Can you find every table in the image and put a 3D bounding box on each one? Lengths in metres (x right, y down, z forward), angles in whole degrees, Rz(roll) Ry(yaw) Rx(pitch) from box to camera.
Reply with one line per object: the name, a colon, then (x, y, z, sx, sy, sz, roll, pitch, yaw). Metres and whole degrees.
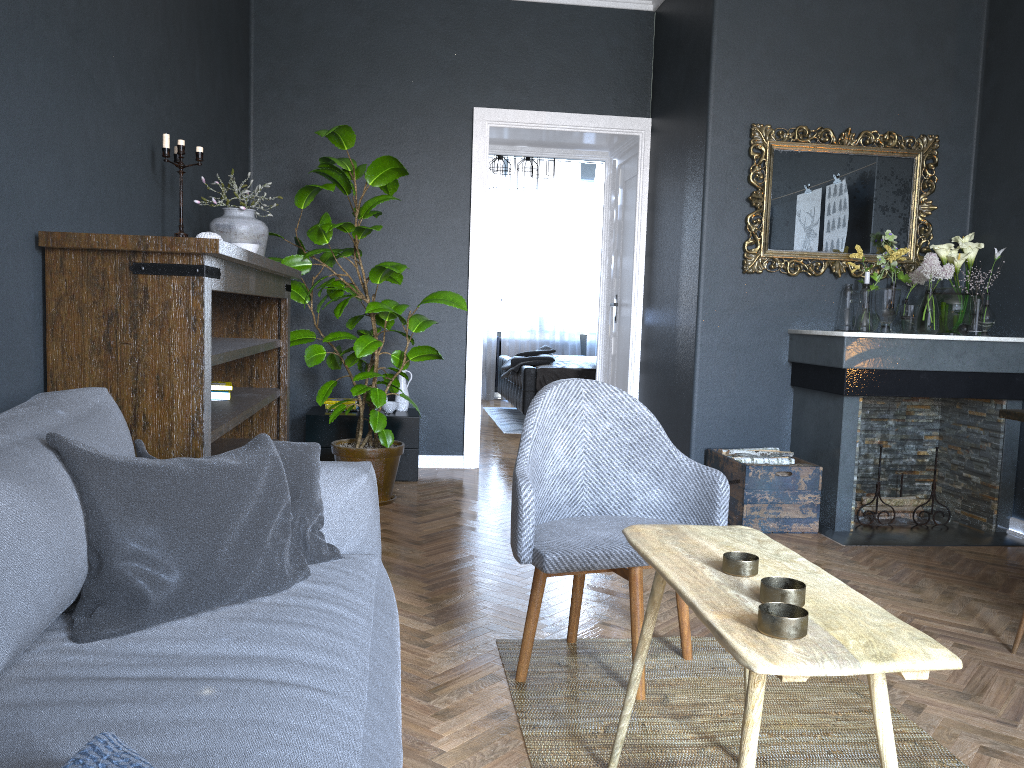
table: (0.424, 0.616, 1.612, 0.339, 0.550, 0.786, 1, 5, -7)
table: (2.359, 0.527, 2.440, 1.126, 0.728, 1.602, 1, 5, -7)

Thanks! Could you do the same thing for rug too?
rug: (0.527, 0.353, 8.597, 1.458, 0.013, 2.042, 1, 4, -7)
rug: (0.569, 0.881, 1.792, 1.003, 0.013, 2.008, 1, 4, -7)

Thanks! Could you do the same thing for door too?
door: (0.835, -0.558, 6.287, 0.162, 2.190, 0.855, 1, 5, -7)

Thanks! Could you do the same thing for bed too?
bed: (1.052, -0.216, 8.639, 2.375, 1.163, 2.262, 1, 5, -7)

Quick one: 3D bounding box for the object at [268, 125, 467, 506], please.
object: (-0.845, -0.330, 4.581, 1.118, 1.901, 0.762, 1, 5, -13)

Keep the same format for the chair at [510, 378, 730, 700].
chair: (0.259, 0.406, 2.512, 0.645, 0.812, 0.494, -1, 6, -29)

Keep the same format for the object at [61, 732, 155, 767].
object: (-0.266, 0.558, 0.727, 0.490, 0.329, 0.665, 2, 5, -2)

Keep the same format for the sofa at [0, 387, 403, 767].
sofa: (-0.639, 0.480, 1.257, 0.970, 0.799, 2.337, 1, 5, -8)

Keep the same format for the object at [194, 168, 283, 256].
object: (-1.163, -0.713, 3.765, 0.385, 0.413, 0.275, -1, 6, -29)

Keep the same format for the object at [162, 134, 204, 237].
object: (-1.231, -0.690, 3.262, 0.145, 0.438, 0.129, 5, 6, 29)

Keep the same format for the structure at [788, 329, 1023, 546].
structure: (2.000, 0.239, 4.469, 1.065, 0.982, 0.833, 1, 5, -7)

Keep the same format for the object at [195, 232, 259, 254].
object: (-1.108, -0.533, 3.449, 0.255, 0.104, 0.118, -2, 6, -42)

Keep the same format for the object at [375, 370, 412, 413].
object: (-0.759, 0.031, 5.389, 0.228, 0.268, 0.228, 4, 6, 26)

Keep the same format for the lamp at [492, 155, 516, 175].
lamp: (-0.063, -2.291, 8.110, 0.210, 0.715, 0.210, 3, 5, 7)

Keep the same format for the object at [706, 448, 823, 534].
object: (1.253, 0.530, 4.487, 0.383, 0.326, 0.551, 1, 5, -7)

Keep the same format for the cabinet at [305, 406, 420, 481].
cabinet: (-0.895, 0.359, 5.371, 0.650, 0.391, 0.455, 1, 5, -7)

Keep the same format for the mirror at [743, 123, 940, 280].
mirror: (1.748, -0.955, 4.693, 1.057, 0.785, 0.067, 1, 5, -7)

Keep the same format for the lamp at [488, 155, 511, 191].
lamp: (-0.109, -2.272, 8.499, 0.210, 0.805, 0.210, 3, 5, 7)

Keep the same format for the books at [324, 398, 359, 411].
books: (-1.033, 0.126, 5.365, 0.215, 0.066, 0.162, 1, 5, -12)

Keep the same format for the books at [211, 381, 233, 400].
books: (-1.206, 0.051, 3.657, 0.174, 0.113, 0.196, 0, 5, -18)

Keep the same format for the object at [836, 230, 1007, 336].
object: (2.119, -0.532, 4.570, 0.727, 0.547, 0.473, 2, 5, -4)

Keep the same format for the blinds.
blinds: (-0.058, -1.206, 10.296, 3.993, 2.793, 0.312, 1, 5, -7)

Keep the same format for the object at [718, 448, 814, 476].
object: (1.260, 0.454, 4.481, 0.370, 0.247, 0.532, 1, 5, -7)

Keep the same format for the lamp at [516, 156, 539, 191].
lamp: (0.163, -2.318, 8.839, 0.210, 0.748, 0.210, 3, 5, 7)

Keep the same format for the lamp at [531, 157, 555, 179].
lamp: (0.285, -2.227, 7.866, 0.210, 0.770, 0.210, 3, 5, 7)

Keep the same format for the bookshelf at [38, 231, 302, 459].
bookshelf: (-1.132, 0.118, 3.312, 0.451, 1.174, 1.916, 1, 5, -7)

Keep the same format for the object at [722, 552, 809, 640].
object: (0.423, 0.337, 1.448, 0.103, 0.033, 0.368, 2, 4, 3)

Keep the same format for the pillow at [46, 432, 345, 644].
pillow: (-0.655, 0.253, 1.862, 0.442, 0.362, 0.796, 3, 5, 11)

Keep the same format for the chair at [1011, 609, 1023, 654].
chair: (1.792, 0.429, 2.678, 0.384, 0.858, 0.455, 0, 6, -22)
